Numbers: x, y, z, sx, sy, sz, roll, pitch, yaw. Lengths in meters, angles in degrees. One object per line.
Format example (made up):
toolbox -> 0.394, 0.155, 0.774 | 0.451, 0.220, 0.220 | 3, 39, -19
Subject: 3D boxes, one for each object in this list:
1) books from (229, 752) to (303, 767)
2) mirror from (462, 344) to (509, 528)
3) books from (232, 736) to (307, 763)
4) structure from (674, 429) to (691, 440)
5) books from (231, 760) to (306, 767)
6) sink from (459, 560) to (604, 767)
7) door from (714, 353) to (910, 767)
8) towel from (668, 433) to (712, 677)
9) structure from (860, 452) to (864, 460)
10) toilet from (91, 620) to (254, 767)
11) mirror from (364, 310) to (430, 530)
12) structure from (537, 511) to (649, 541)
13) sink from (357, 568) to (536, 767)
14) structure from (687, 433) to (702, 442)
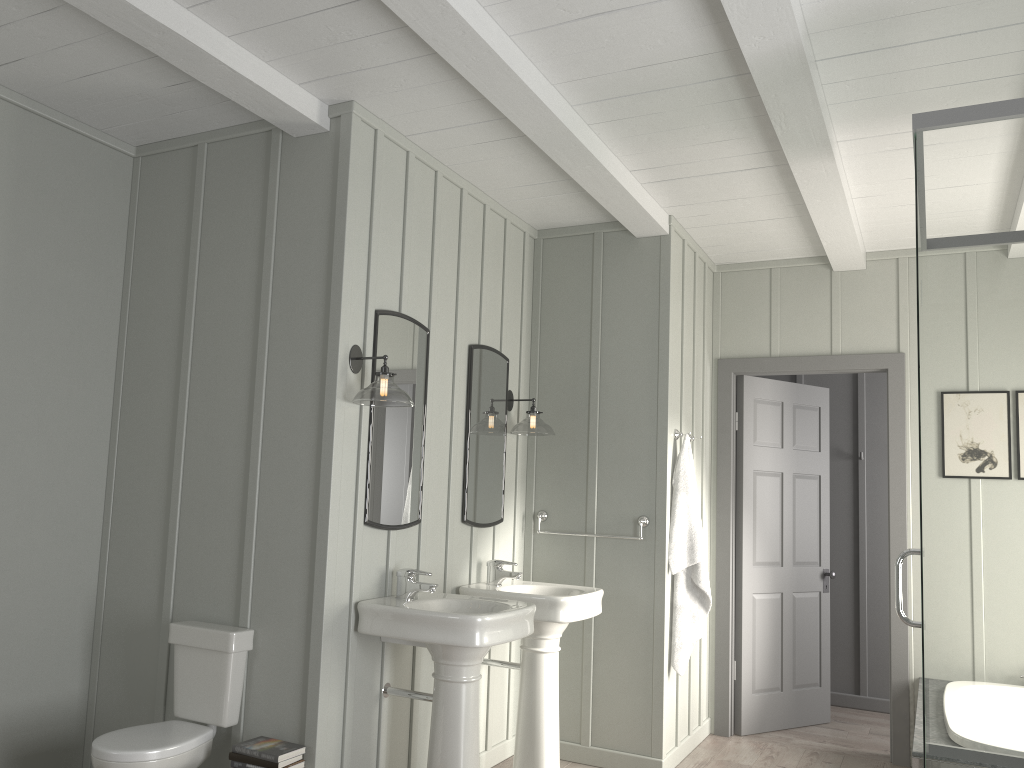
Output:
books -> -0.853, 1.292, 3.071 | 0.213, 0.024, 0.146 | -1, -8, 23
mirror -> -0.120, 0.255, 4.307 | 0.015, 0.882, 0.413 | -1, -7, 25
books -> -0.842, 1.267, 3.068 | 0.213, 0.024, 0.145 | -1, -8, 28
structure -> 0.880, 0.262, 4.556 | 0.082, 0.056, 0.055 | -1, -8, 27
books -> -0.844, 1.316, 3.063 | 0.213, 0.024, 0.146 | -1, -8, 26
sink -> 0.090, 1.336, 4.067 | 0.584, 1.011, 0.554 | -1, -7, 27
door -> 0.070, 0.534, 2.438 | 4.386, 2.192, 7.567 | -1, -8, 26
towel -> 0.915, 0.854, 4.470 | 0.166, 1.202, 0.309 | -2, -7, 31
structure -> 2.415, 0.500, 6.096 | 0.020, 0.051, 0.132 | -1, -8, 26
toilet -> -1.222, 1.272, 3.109 | 0.341, 0.785, 0.510 | -1, -7, 26
mirror -> -0.460, 0.150, 3.596 | 0.015, 0.882, 0.413 | -1, -7, 25
structure -> 0.399, 0.724, 4.534 | 0.620, 0.122, 0.053 | -1, -7, 28
sink -> -0.249, 1.231, 3.360 | 0.584, 1.011, 0.554 | -1, -7, 27
structure -> 0.986, 0.294, 4.776 | 0.082, 0.056, 0.055 | -1, -8, 27
